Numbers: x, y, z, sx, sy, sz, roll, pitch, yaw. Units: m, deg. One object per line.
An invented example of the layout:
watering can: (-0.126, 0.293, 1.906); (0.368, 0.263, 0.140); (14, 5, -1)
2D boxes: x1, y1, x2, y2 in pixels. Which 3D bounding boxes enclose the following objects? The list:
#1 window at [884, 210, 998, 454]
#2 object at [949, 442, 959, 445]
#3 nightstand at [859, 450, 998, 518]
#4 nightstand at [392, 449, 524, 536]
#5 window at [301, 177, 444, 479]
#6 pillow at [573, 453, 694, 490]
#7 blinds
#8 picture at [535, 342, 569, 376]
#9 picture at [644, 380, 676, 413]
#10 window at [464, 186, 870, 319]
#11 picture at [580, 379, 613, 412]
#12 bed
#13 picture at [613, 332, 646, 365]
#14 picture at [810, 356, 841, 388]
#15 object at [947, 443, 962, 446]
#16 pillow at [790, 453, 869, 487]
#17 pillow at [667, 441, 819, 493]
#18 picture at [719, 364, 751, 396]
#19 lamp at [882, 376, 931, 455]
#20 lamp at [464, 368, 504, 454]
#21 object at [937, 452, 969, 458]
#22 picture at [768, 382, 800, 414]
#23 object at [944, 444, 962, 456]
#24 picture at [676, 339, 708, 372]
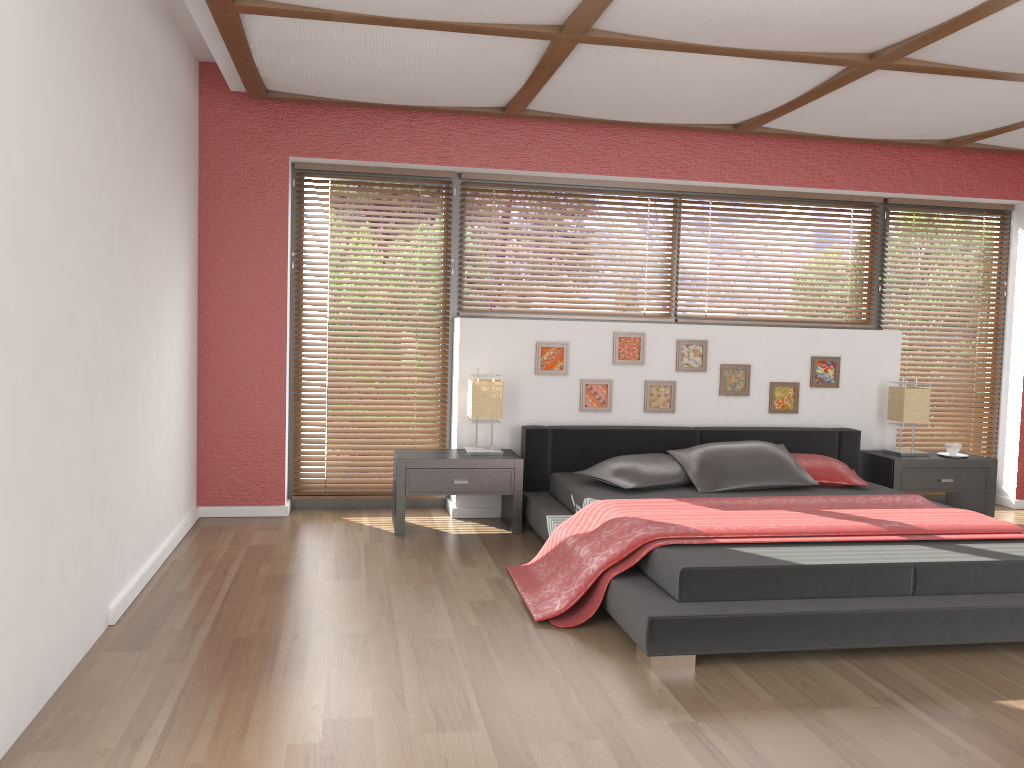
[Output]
window: (2.972, -0.265, 6.216); (0.889, 1.893, 0.020); (1, 4, -10)
object: (2.767, 0.376, 5.561); (0.007, 0.007, 0.192); (5, 5, 44)
nightstand: (2.609, 0.658, 5.602); (0.700, 0.423, 0.413); (1, 4, -10)
nightstand: (-0.319, 0.609, 5.069); (0.700, 0.423, 0.413); (1, 4, -10)
window: (-0.866, -0.328, 5.518); (0.889, 1.893, 0.020); (1, 4, -10)
pillow: (0.756, 0.483, 4.914); (0.745, 0.172, 0.418); (-1, 4, -35)
blinds: (1.062, -0.257, 5.802); (4.840, 1.952, 0.032); (1, 4, -10)
picture: (0.242, -0.153, 5.370); (0.200, 0.200, 0.010); (1, 4, -10)
picture: (0.920, 0.079, 5.508); (0.200, 0.200, 0.010); (1, 4, -10)
window: (1.070, -0.838, 5.834); (2.817, 0.786, 0.020); (1, 4, -10)
picture: (0.516, 0.071, 5.434); (0.200, 0.200, 0.010); (1, 4, -10)
bed: (1.184, 0.620, 4.323); (2.469, 0.577, 2.413); (1, 4, -10)
picture: (0.720, -0.217, 5.452); (0.200, 0.200, 0.010); (1, 4, -10)
picture: (2.012, -0.076, 5.695); (0.200, 0.200, 0.010); (1, 4, -10)
object: (2.763, 0.377, 5.538); (0.192, 0.007, 0.007); (-1, 5, -41)
pillow: (1.643, 0.494, 5.130); (0.745, 0.172, 0.418); (2, 4, 9)
pillow: (1.277, 0.445, 4.918); (0.744, 0.241, 0.386); (1, 4, -15)
picture: (1.405, -0.025, 5.589); (0.200, 0.200, 0.010); (1, 4, -10)
lamp: (2.498, 0.193, 5.592); (0.200, 0.480, 0.200); (1, 4, -10)
lamp: (-0.157, 0.149, 5.109); (0.200, 0.480, 0.200); (1, 4, -10)
object: (2.762, 0.447, 5.559); (0.179, 0.012, 0.179); (3, 4, 15)
picture: (1.736, 0.088, 5.656); (0.200, 0.200, 0.010); (1, 4, -10)
object: (2.763, 0.414, 5.557); (0.099, 0.069, 0.099); (3, 4, 15)
picture: (1.121, -0.175, 5.527); (0.200, 0.200, 0.010); (1, 4, -10)
